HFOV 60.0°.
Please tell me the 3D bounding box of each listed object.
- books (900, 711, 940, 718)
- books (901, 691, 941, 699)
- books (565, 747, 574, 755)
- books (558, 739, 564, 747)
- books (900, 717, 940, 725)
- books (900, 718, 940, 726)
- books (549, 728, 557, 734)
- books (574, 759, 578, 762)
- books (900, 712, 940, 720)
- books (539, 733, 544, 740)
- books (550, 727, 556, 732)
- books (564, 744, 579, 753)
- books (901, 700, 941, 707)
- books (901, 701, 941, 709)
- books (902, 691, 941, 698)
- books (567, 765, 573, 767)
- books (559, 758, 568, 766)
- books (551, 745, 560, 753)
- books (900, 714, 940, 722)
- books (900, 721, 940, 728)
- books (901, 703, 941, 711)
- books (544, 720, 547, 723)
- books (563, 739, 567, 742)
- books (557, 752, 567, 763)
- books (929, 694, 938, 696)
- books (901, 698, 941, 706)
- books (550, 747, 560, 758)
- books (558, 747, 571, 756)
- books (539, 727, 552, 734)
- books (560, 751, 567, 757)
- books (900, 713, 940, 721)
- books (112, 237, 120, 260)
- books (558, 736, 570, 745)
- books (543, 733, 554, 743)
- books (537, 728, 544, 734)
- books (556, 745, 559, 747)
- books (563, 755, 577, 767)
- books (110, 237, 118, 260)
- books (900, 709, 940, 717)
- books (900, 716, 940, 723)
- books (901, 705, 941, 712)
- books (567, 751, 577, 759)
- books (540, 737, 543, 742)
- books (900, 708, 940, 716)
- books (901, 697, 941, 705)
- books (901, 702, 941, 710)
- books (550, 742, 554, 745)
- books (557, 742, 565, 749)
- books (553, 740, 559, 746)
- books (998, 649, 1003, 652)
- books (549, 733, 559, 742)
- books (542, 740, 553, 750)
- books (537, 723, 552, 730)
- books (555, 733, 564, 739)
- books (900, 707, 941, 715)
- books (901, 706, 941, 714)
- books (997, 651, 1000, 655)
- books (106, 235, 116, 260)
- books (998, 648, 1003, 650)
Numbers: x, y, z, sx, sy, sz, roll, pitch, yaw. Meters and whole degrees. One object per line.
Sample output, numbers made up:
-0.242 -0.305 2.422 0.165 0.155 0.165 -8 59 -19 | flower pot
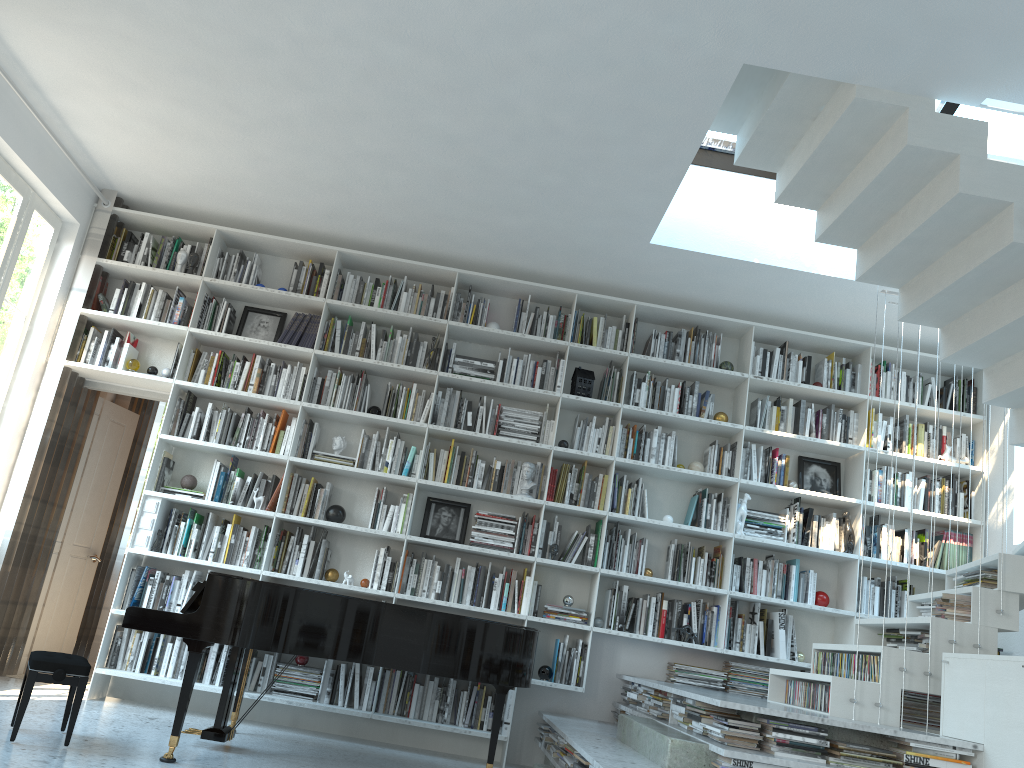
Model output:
2.665 2.159 5.794 0.367 0.007 0.206 9 -16 0 | books
2.682 2.046 5.828 0.285 0.009 0.160 10 -16 -1 | books
0.362 1.802 4.317 0.165 0.014 0.236 11 -16 -6 | books
0.334 1.884 4.616 0.182 0.016 0.199 9 -16 3 | books
2.658 2.195 5.781 0.327 0.008 0.208 9 -16 1 | books
2.657 2.200 5.774 0.327 0.008 0.208 9 -16 3 | books
0.305 2.055 5.213 0.160 0.009 0.292 9 -16 1 | books
0.371 1.824 4.312 0.155 0.009 0.298 10 -16 0 | books
2.664 2.166 5.792 0.327 0.008 0.208 8 -16 6 | books
0.263 2.190 5.479 0.179 0.012 0.262 9 -16 1 | books
0.315 2.050 5.215 0.126 0.005 0.291 11 -16 -6 | books
0.361 1.789 4.320 0.179 0.012 0.250 11 -16 -4 | books
2.677 2.094 5.812 0.327 0.008 0.208 9 -16 0 | books
2.675 2.100 5.804 0.367 0.007 0.206 9 -16 2 | books
2.684 2.037 5.827 0.254 0.009 0.161 10 -16 -2 | books
0.350 1.881 4.295 0.161 0.008 0.255 9 -16 3 | books
0.336 1.970 4.593 0.157 0.014 0.181 11 -16 -4 | books
0.313 2.027 4.901 0.172 0.014 0.221 10 -16 0 | books
2.661 2.178 5.782 0.367 0.007 0.206 8 -16 4 | books
2.655 2.216 5.775 0.367 0.007 0.206 9 -16 1 | books
2.673 2.114 5.800 0.327 0.008 0.208 8 -16 4 | books
0.291 2.106 5.504 0.158 0.014 0.235 11 -16 -3 | books
0.348 1.859 4.624 0.174 0.011 0.228 10 -16 -2 | books
0.335 1.949 4.599 0.159 0.012 0.293 11 -16 -4 | books
2.685 2.029 5.832 0.285 0.009 0.160 10 -16 -1 | books
2.678 2.088 5.816 0.327 0.008 0.208 8 -16 7 | books
0.303 2.045 4.895 0.177 0.026 0.231 9 -16 1 | books
0.339 1.919 4.607 0.159 0.011 0.246 11 -16 -5 | books
0.270 2.156 5.489 0.188 0.009 0.211 10 -16 -2 | books
0.342 1.939 4.602 0.165 0.012 0.205 10 -16 -1 | books
2.662 2.172 5.787 0.327 0.008 0.208 9 -16 1 | books
-2.741 -0.893 6.196 0.023 0.222 0.151 10 -15 -1 | books
0.343 1.871 4.620 0.171 0.015 0.253 11 -16 -4 | books
0.282 2.087 5.203 0.191 0.028 0.213 9 -16 2 | books
0.266 2.166 5.486 0.177 0.012 0.279 11 -16 -5 | books
0.328 2.019 4.904 0.149 0.007 0.301 10 -16 -1 | books
0.354 1.844 4.306 0.182 0.013 0.288 10 -16 0 | books
-2.764 -0.897 6.205 0.024 0.227 0.130 10 -15 -1 | books
2.666 2.150 5.791 0.327 0.008 0.208 9 -16 2 | books
2.660 2.189 5.791 0.327 0.008 0.208 10 -16 -1 | books
2.671 2.123 5.804 0.367 0.007 0.206 8 -16 6 | books
0.368 1.815 4.314 0.169 0.009 0.242 10 -16 -1 | books
0.270 2.213 5.474 0.171 0.015 0.242 10 -16 -1 | books
2.667 2.143 5.792 0.367 0.007 0.206 9 -16 2 | books
2.679 2.077 5.808 0.327 0.008 0.208 9 -16 3 | books
2.674 2.106 5.800 0.327 0.008 0.208 9 -16 3 | books
0.298 2.109 5.198 0.147 0.012 0.206 11 -16 -6 | books
0.338 1.897 4.613 0.169 0.009 0.242 11 -16 -5 | books
0.315 1.992 4.910 0.171 0.020 0.194 9 -16 2 | books
2.880 1.630 5.486 0.228 0.011 0.159 10 -16 -2 | books
0.315 1.975 4.915 0.180 0.015 0.295 11 -16 -3 | books
0.283 2.127 5.192 0.189 0.029 0.238 10 -16 -1 | books
0.265 2.132 5.495 0.191 0.013 0.244 11 -16 -5 | books
0.335 1.848 4.625 0.193 0.005 0.225 11 -16 -5 | books
2.669 2.137 5.797 0.327 0.008 0.208 8 -16 5 | books
2.670 2.129 5.799 0.327 0.008 0.208 9 -16 1 | books
2.876 1.651 5.495 0.232 0.025 0.123 11 -16 -4 | books
-2.782 -0.902 6.183 0.014 0.218 0.189 10 -16 -1 | books
2.882 1.620 5.484 0.231 0.006 0.152 9 -16 3 | books
